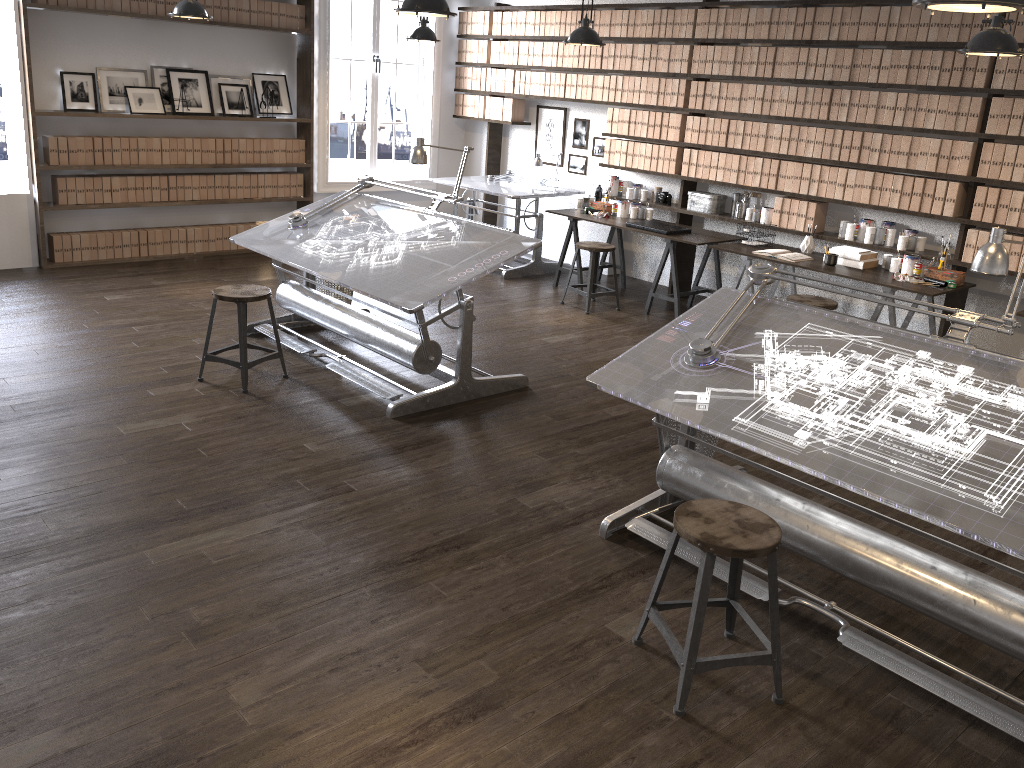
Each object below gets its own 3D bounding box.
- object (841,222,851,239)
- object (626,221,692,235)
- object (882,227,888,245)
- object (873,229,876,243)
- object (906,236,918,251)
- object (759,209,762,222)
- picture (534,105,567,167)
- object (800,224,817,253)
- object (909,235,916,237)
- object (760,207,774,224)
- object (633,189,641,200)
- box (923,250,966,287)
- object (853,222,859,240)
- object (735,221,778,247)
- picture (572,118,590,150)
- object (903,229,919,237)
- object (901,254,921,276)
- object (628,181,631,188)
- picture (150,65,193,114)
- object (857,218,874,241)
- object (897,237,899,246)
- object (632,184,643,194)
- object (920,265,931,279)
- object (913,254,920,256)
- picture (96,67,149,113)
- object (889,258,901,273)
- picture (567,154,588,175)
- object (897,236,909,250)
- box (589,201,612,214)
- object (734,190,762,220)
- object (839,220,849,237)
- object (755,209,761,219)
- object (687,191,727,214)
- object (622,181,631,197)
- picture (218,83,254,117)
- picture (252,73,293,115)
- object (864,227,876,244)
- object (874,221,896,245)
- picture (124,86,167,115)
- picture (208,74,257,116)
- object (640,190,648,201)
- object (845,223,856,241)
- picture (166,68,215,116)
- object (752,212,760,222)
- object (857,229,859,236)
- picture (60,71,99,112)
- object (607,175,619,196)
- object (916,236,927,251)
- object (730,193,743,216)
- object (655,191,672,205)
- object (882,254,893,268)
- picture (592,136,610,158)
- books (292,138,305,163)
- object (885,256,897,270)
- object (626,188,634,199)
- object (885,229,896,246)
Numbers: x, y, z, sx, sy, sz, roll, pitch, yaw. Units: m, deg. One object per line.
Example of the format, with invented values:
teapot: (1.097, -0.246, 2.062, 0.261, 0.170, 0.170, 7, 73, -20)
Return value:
object: (2.444, -1.121, 6.470, 0.063, 0.116, 0.063, 4, 17, -2)
object: (1.184, -1.265, 7.166, 0.313, 0.033, 0.450, -12, 25, -40)
object: (2.650, -1.055, 6.317, 0.045, 0.126, 0.045, -3, 18, -24)
object: (2.608, -1.060, 6.365, 0.054, 0.100, 0.054, -4, 19, -25)
object: (2.768, -0.972, 6.130, 0.062, 0.093, 0.064, 1, 17, -10)
object: (1.990, -1.333, 7.027, 0.044, 0.099, 0.045, -10, 21, -38)
picture: (0.382, -2.482, 8.862, 0.040, 0.567, 0.419, -10, 22, -40)
object: (2.197, -1.074, 6.549, 0.101, 0.206, 0.103, 5, 17, 2)
object: (2.789, -0.989, 6.182, 0.044, 0.101, 0.045, 17, 21, 37)
object: (2.005, -1.321, 6.959, 0.094, 0.126, 0.096, -8, 21, -34)
object: (1.114, -1.689, 7.892, 0.063, 0.092, 0.064, 15, 20, 31)
box: (2.808, -0.756, 5.730, 0.138, 0.204, 0.214, -11, 23, -40)
object: (2.494, -1.109, 6.443, 0.044, 0.126, 0.045, -11, 22, -40)
object: (1.857, -1.138, 6.738, 0.285, 0.158, 0.205, -12, 24, -40)
picture: (0.669, -2.418, 8.557, 0.022, 0.280, 0.203, -11, 22, -41)
object: (2.805, -1.022, 6.244, 0.094, 0.128, 0.095, 16, 21, 33)
object: (2.663, -0.788, 5.914, 0.104, 0.140, 0.106, -8, 21, -33)
object: (1.051, -1.797, 8.125, 0.072, 0.127, 0.072, 5, 17, 4)
picture: (-2.986, -2.592, 7.828, 0.371, 0.400, 0.092, -12, 23, -41)
object: (2.560, -1.111, 6.414, 0.095, 0.159, 0.094, 20, 23, 41)
object: (2.730, -0.990, 6.206, 0.054, 0.080, 0.055, 17, 21, 36)
object: (1.133, -1.741, 8.009, 0.094, 0.126, 0.096, 0, 18, -12)
object: (2.741, -0.742, 5.872, 0.060, 0.087, 0.061, -9, 21, -36)
object: (2.711, -0.815, 6.019, 0.095, 0.126, 0.094, 20, 23, 41)
picture: (-3.306, -2.499, 7.552, 0.417, 0.360, 0.084, -12, 23, -40)
object: (2.599, -0.805, 6.005, 0.062, 0.093, 0.062, 6, 17, 7)
picture: (0.642, -2.143, 8.645, 0.023, 0.181, 0.253, -10, 23, -40)
object: (2.702, -0.975, 6.124, 0.062, 0.094, 0.063, 1, 17, -10)
box: (0.807, -1.570, 7.891, 0.138, 0.082, 0.214, -12, 24, -40)
object: (1.886, -1.467, 7.128, 0.182, 0.268, 0.158, 14, 20, 30)
object: (2.449, -1.143, 6.534, 0.062, 0.117, 0.062, 4, 17, -2)
object: (1.971, -1.351, 7.079, 0.062, 0.092, 0.064, 7, 17, 9)
object: (1.626, -1.517, 7.405, 0.194, 0.150, 0.320, -12, 24, -40)
object: (1.040, -1.772, 8.049, 0.070, 0.128, 0.071, 3, 17, -4)
picture: (-2.548, -2.617, 8.171, 0.291, 0.286, 0.128, -12, 23, -40)
picture: (-2.273, -2.749, 8.403, 0.345, 0.359, 0.162, -12, 23, -40)
object: (2.546, -1.057, 6.302, 0.062, 0.117, 0.062, 9, 18, 15)
object: (2.653, -1.076, 6.330, 0.206, 0.159, 0.095, -11, 23, -39)
picture: (-3.151, -2.436, 7.614, 0.301, 0.226, 0.146, -12, 23, -40)
picture: (-2.582, -2.659, 8.183, 0.436, 0.356, 0.096, -12, 23, -40)
object: (1.172, -1.675, 7.861, 0.062, 0.093, 0.062, 15, 20, 31)
object: (2.448, -1.098, 6.402, 0.062, 0.117, 0.062, 6, 17, 7)
picture: (-2.858, -2.591, 7.874, 0.375, 0.386, 0.150, -12, 23, -40)
object: (1.986, -1.333, 7.039, 0.181, 0.092, 0.063, -6, 20, -27)
object: (2.525, -1.112, 6.499, 0.054, 0.100, 0.055, -11, 23, -41)
picture: (-3.586, -2.421, 7.342, 0.268, 0.311, 0.058, -12, 22, -41)
object: (0.918, -1.806, 8.069, 0.108, 0.174, 0.108, -10, 22, -39)
object: (2.837, -0.972, 6.145, 0.062, 0.094, 0.063, 1, 17, -10)
object: (1.847, -1.475, 7.293, 0.079, 0.185, 0.079, 12, 19, 25)
object: (1.307, -1.618, 7.696, 0.091, 0.107, 0.172, -11, 24, -40)
object: (2.601, -0.850, 6.137, 0.062, 0.093, 0.063, 4, 17, -2)
picture: (0.858, -2.235, 8.373, 0.023, 0.181, 0.253, -10, 23, -40)
books: (-2.095, -2.283, 8.670, 0.067, 0.222, 0.176, -10, 22, -40)
object: (2.596, -0.828, 6.073, 0.063, 0.092, 0.063, 4, 17, -2)
object: (1.057, -1.707, 7.931, 0.062, 0.093, 0.062, 15, 20, 31)
object: (2.676, -1.034, 6.263, 0.062, 0.117, 0.062, 9, 18, 15)
